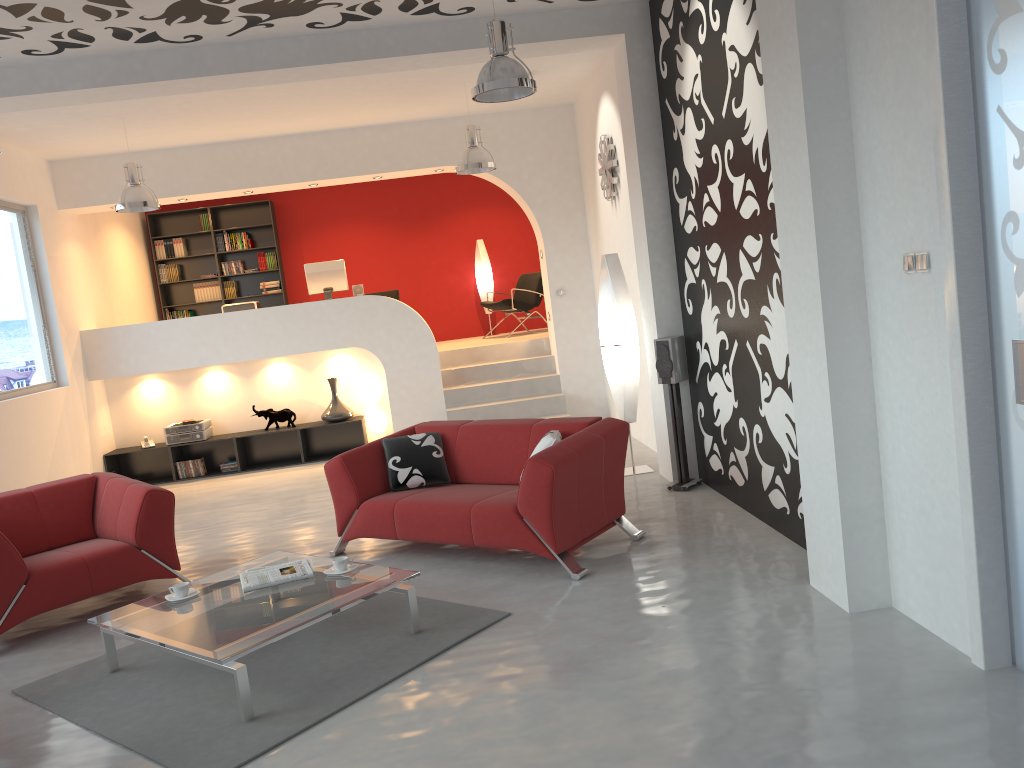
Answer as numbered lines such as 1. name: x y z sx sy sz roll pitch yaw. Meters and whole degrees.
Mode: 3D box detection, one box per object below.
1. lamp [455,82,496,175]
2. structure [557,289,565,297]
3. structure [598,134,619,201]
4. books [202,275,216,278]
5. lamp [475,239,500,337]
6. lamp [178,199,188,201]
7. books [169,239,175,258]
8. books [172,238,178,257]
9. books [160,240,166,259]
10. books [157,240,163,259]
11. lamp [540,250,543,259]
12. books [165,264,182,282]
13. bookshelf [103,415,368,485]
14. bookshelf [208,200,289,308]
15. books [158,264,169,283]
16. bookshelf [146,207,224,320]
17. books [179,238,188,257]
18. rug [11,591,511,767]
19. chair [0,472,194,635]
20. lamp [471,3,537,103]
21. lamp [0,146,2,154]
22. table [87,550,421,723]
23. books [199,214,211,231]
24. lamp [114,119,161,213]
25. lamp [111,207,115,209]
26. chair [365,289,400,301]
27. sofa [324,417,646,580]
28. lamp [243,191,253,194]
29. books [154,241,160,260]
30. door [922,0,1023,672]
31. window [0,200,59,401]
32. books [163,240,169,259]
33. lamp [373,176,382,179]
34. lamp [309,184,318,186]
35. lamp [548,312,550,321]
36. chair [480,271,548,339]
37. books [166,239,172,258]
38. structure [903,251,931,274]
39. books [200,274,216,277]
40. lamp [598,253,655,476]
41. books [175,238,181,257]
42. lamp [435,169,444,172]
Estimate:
1. lamp: -0.379 -2.336 8.045 0.379 0.800 0.379 -11 7 -33
2. structure: 0.536 -1.006 9.768 0.080 0.080 0.016 -8 6 -5
3. structure: 0.874 -1.994 8.187 0.090 0.596 0.596 -8 6 -5
4. books: -4.158 -1.480 12.200 0.190 0.015 0.135 -8 6 -5
5. lamp: -0.371 -1.352 12.480 0.237 1.349 0.237 -7 6 3
6. lamp: -3.546 -1.981 9.545 0.105 0.011 0.105 -9 6 -16
7. books: -4.609 -1.842 12.103 0.040 0.260 0.200 -8 6 -5
8. books: -4.568 -1.848 12.106 0.040 0.260 0.200 -8 6 -5
9. books: -4.729 -1.826 12.093 0.040 0.260 0.200 -8 6 -5
10. books: -4.769 -1.820 12.089 0.040 0.260 0.200 -8 6 -5
11. lamp: 0.332 -1.456 9.967 0.011 0.105 0.105 -8 6 -5
12. books: -4.628 -1.513 12.143 0.146 0.240 0.170 -8 6 -5
13. bookshelf: -3.009 0.754 9.837 2.764 0.397 0.405 -8 6 -5
14. bookshelf: -3.557 -1.359 12.216 0.816 2.213 0.305 -8 6 -5
15. books: -4.748 -1.505 12.133 0.090 0.256 0.181 -8 6 -5
16. bookshelf: -4.363 -1.250 12.148 0.816 2.213 0.305 -8 6 -5
17. books: -4.488 -1.858 12.113 0.040 0.260 0.200 -8 6 -5
18. rug: -1.190 1.300 4.305 1.700 0.025 1.700 -2 8 40
19. chair: -2.750 1.016 5.378 0.951 0.738 1.288 -1 8 45
20. lamp: -0.093 -2.061 5.071 0.379 0.800 0.379 -8 6 -12
21. lamp: -3.065 -1.659 4.822 0.379 0.800 0.379 -5 6 24
22. table: -1.216 1.159 4.281 1.162 0.286 1.097 -2 8 40
23. books: -4.166 -2.195 12.124 0.146 0.240 0.170 -8 6 -5
24. lamp: -3.351 -1.934 7.796 0.379 0.800 0.379 -11 7 -33
25. lamp: -4.237 -1.887 9.487 0.105 0.011 0.105 -7 6 -1
26. chair: -1.826 -0.790 11.544 0.664 0.795 0.768 -6 6 15
27. sofa: -0.226 0.669 5.642 1.929 0.738 0.951 -3 7 35
28. lamp: -2.855 -2.074 9.603 0.105 0.011 0.105 -9 6 -16
29. books: -4.809 -1.815 12.086 0.040 0.260 0.200 -8 6 -5
30. door: 1.753 -0.160 2.405 0.240 2.550 1.600 -8 6 -5
31. window: -4.582 -0.739 7.593 0.100 1.800 2.400 -8 6 -5
32. books: -4.689 -1.831 12.096 0.040 0.260 0.200 -8 6 -5
33. lamp: -1.472 -2.261 9.718 0.105 0.011 0.105 -9 6 -16
34. lamp: -2.163 -2.168 9.661 0.105 0.011 0.105 -9 6 -16
35. lamp: 0.419 -0.766 10.039 0.011 0.105 0.105 -8 6 -5
36. chair: 0.034 -1.048 11.758 0.768 0.795 0.664 -11 7 -30
37. books: -4.649 -1.837 12.099 0.040 0.260 0.200 -8 6 -5
38. structure: 1.524 -0.458 3.349 0.016 0.080 0.170 -8 6 -5
39. books: -4.178 -1.492 12.197 0.190 0.015 0.135 -8 6 -5
40. lamp: 0.892 -0.162 7.193 0.313 1.779 0.313 -7 6 3
41. books: -4.528 -1.853 12.109 0.040 0.260 0.200 -8 6 -5
42. lamp: -0.800 -2.352 9.775 0.105 0.011 0.105 -9 6 -16
